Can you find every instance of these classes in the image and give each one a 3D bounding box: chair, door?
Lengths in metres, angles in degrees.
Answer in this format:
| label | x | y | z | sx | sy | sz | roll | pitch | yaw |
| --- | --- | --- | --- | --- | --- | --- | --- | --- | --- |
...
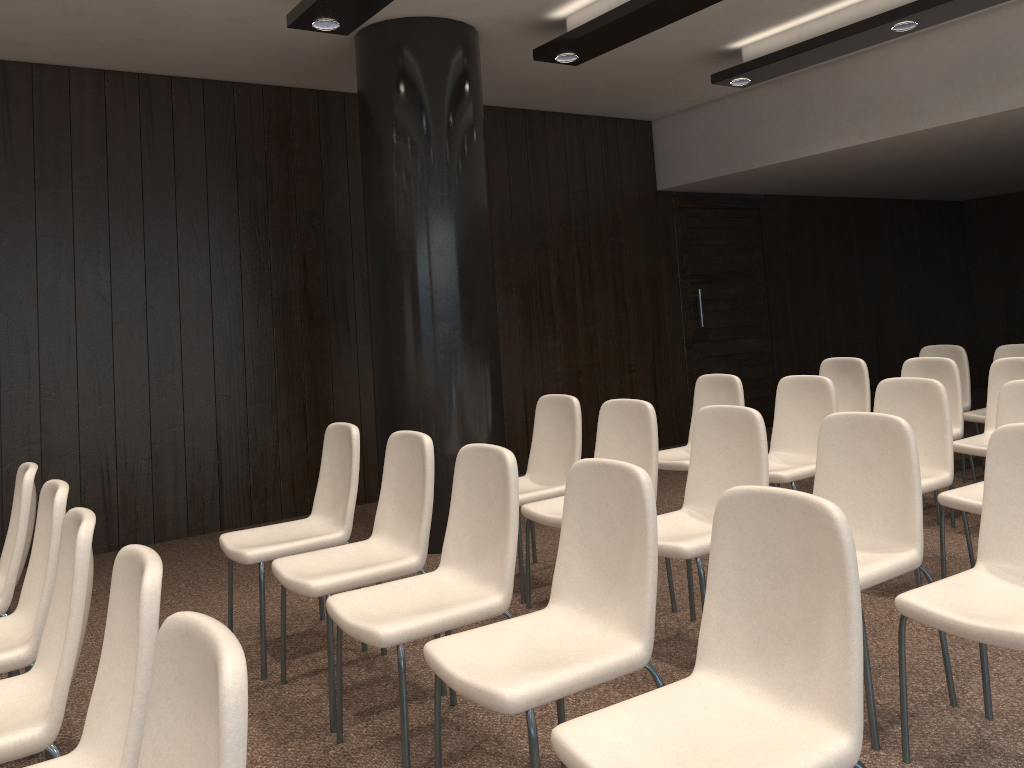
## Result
| label | x | y | z | sx | sy | sz | roll | pitch | yaw |
| --- | --- | --- | --- | --- | --- | --- | --- | --- | --- |
| chair | -1.956 | 0.770 | 3.049 | 0.559 | 0.909 | 0.526 | -3 | -3 | -32 |
| chair | 2.413 | 0.309 | 5.268 | 0.559 | 0.909 | 0.526 | -3 | -3 | -32 |
| chair | 3.042 | 0.183 | 6.385 | 0.559 | 0.909 | 0.526 | -3 | -3 | -32 |
| chair | -1.597 | 0.782 | 2.561 | 0.559 | 0.909 | 0.526 | -2 | -3 | -34 |
| chair | 1.396 | 0.593 | 2.393 | 0.559 | 0.909 | 0.526 | -3 | -3 | -31 |
| chair | 0.095 | 0.689 | 2.277 | 0.559 | 0.909 | 0.526 | -3 | -3 | -31 |
| chair | 0.371 | 0.548 | 3.922 | 0.559 | 0.909 | 0.526 | -2 | -3 | -35 |
| door | 2.212 | -0.713 | 9.021 | 1.404 | 2.429 | 0.266 | -2 | -4 | -34 |
| chair | -0.569 | 0.662 | 3.245 | 0.559 | 0.909 | 0.526 | -3 | -3 | -32 |
| chair | -1.269 | 0.799 | 2.045 | 0.559 | 0.909 | 0.526 | -3 | -3 | -31 |
| chair | 1.068 | 0.576 | 2.908 | 0.559 | 0.909 | 0.526 | -2 | -3 | -33 |
| chair | -0.260 | 0.679 | 2.739 | 0.559 | 0.909 | 0.526 | -3 | -3 | -32 |
| chair | 1.416 | 0.429 | 4.570 | 0.559 | 0.909 | 0.526 | -2 | -3 | -33 |
| chair | 0.409 | 0.707 | 1.752 | 0.559 | 0.909 | 0.526 | -3 | -3 | -32 |
| chair | 0.069 | 0.532 | 4.411 | 0.559 | 0.909 | 0.526 | -3 | -3 | -32 |
| chair | 1.743 | 0.445 | 4.056 | 0.559 | 0.909 | 0.526 | -3 | -3 | -32 |
| chair | 2.065 | 0.295 | 5.767 | 0.559 | 0.909 | 0.526 | -3 | -3 | -31 |
| chair | 2.094 | 0.457 | 3.585 | 0.559 | 0.909 | 0.526 | -3 | -3 | -32 |
| chair | -0.927 | 0.650 | 3.724 | 0.559 | 0.909 | 0.526 | -3 | -3 | -31 |
| chair | -0.616 | 0.826 | 1.087 | 0.559 | 0.909 | 0.526 | -2 | -3 | -35 |
| chair | 3.355 | 0.200 | 5.881 | 0.559 | 0.909 | 0.526 | -2 | -3 | -35 |
| chair | -0.917 | 0.810 | 1.574 | 0.559 | 0.909 | 0.526 | -3 | -3 | -31 |
| chair | 2.730 | 0.324 | 4.790 | 0.559 | 0.909 | 0.526 | -2 | -3 | -35 |
| chair | 1.057 | 0.416 | 5.059 | 0.559 | 0.909 | 0.526 | -3 | -3 | -32 |
| chair | 0.708 | 0.564 | 3.398 | 0.559 | 0.909 | 0.526 | -2 | -3 | -33 |
